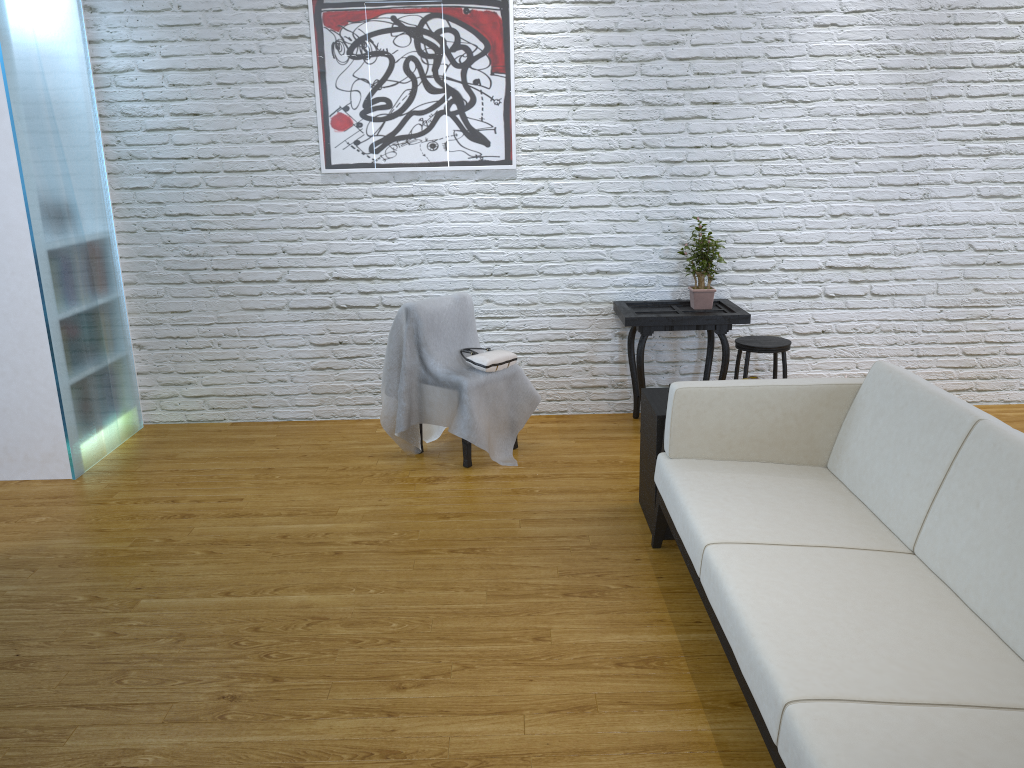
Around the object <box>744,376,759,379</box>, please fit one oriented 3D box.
[{"bbox_3d":[0.828,0.020,3.051,0.146,0.091,0.146,12,20,39],"label":"object"}]

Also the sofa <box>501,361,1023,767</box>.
[{"bbox_3d":[0.165,0.516,1.901,9.723,0.685,5.292,-1,15,0],"label":"sofa"}]

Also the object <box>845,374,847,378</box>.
[{"bbox_3d":[1.131,0.017,3.010,0.071,0.105,0.071,7,18,26],"label":"object"}]

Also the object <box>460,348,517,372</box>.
[{"bbox_3d":[-0.127,-0.111,3.892,0.223,0.086,0.231,9,18,34],"label":"object"}]

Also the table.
[{"bbox_3d":[0.791,-0.081,4.255,0.563,0.583,0.436,-1,16,0],"label":"table"}]

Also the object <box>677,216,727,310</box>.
[{"bbox_3d":[0.903,-0.577,4.210,0.237,0.440,0.174,6,18,23],"label":"object"}]

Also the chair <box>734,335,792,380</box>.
[{"bbox_3d":[1.200,-0.008,4.281,0.261,0.411,0.260,-7,17,-18],"label":"chair"}]

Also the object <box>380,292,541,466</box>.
[{"bbox_3d":[-0.206,-0.032,3.938,0.633,0.693,0.641,11,20,37],"label":"object"}]

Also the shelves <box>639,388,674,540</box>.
[{"bbox_3d":[0.849,0.269,3.175,0.730,0.455,0.346,-1,16,0],"label":"shelves"}]

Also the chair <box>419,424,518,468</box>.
[{"bbox_3d":[-0.213,-0.020,3.934,0.340,0.669,0.346,12,21,39],"label":"chair"}]

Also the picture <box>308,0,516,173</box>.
[{"bbox_3d":[-0.448,-1.379,4.084,0.920,0.776,0.010,-1,16,0],"label":"picture"}]
